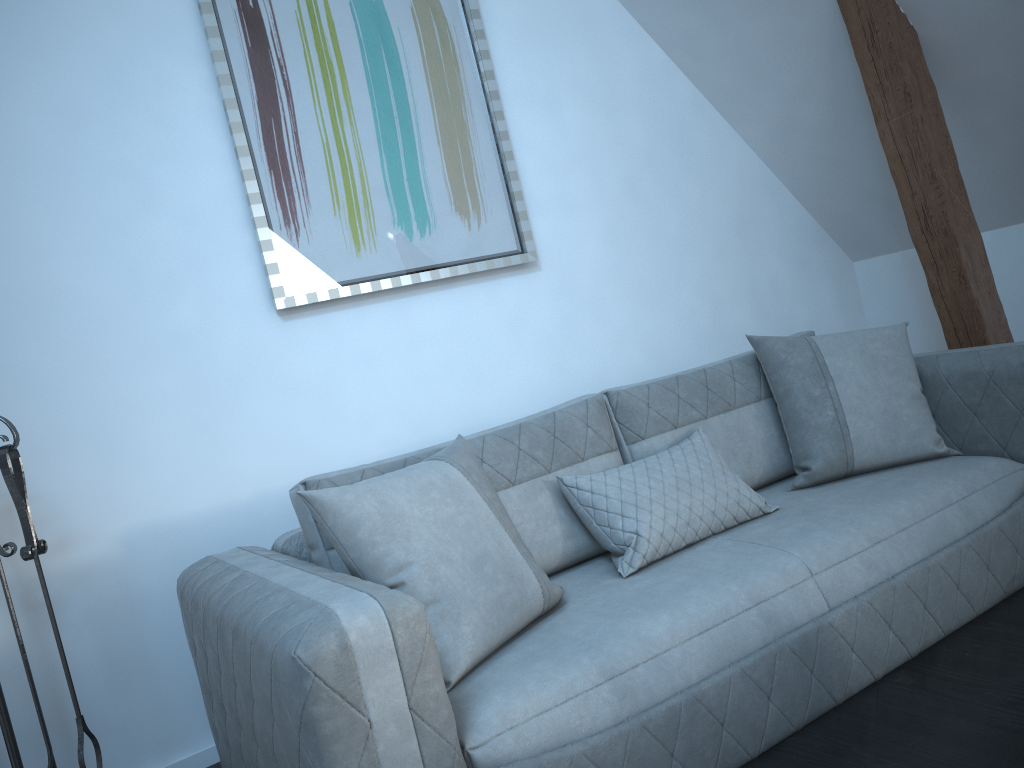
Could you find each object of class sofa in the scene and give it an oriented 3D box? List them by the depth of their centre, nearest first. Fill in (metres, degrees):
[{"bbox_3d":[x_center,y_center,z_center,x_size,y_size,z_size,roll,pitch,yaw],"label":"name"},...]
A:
[{"bbox_3d":[0.434,0.382,2.477,2.458,0.770,1.107,-15,3,-31],"label":"sofa"}]

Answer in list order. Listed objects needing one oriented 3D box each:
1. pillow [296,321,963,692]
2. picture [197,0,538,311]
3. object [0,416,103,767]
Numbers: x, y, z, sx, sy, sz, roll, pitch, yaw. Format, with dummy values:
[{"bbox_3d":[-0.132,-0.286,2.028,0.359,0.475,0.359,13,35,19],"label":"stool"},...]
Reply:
[{"bbox_3d":[0.458,0.199,2.394,2.075,0.515,0.444,-15,3,-31],"label":"pillow"},{"bbox_3d":[-0.452,-0.909,2.906,0.965,1.185,0.025,-15,3,-31],"label":"picture"},{"bbox_3d":[-1.199,0.558,1.999,0.376,1.245,0.376,-11,4,39],"label":"object"}]
